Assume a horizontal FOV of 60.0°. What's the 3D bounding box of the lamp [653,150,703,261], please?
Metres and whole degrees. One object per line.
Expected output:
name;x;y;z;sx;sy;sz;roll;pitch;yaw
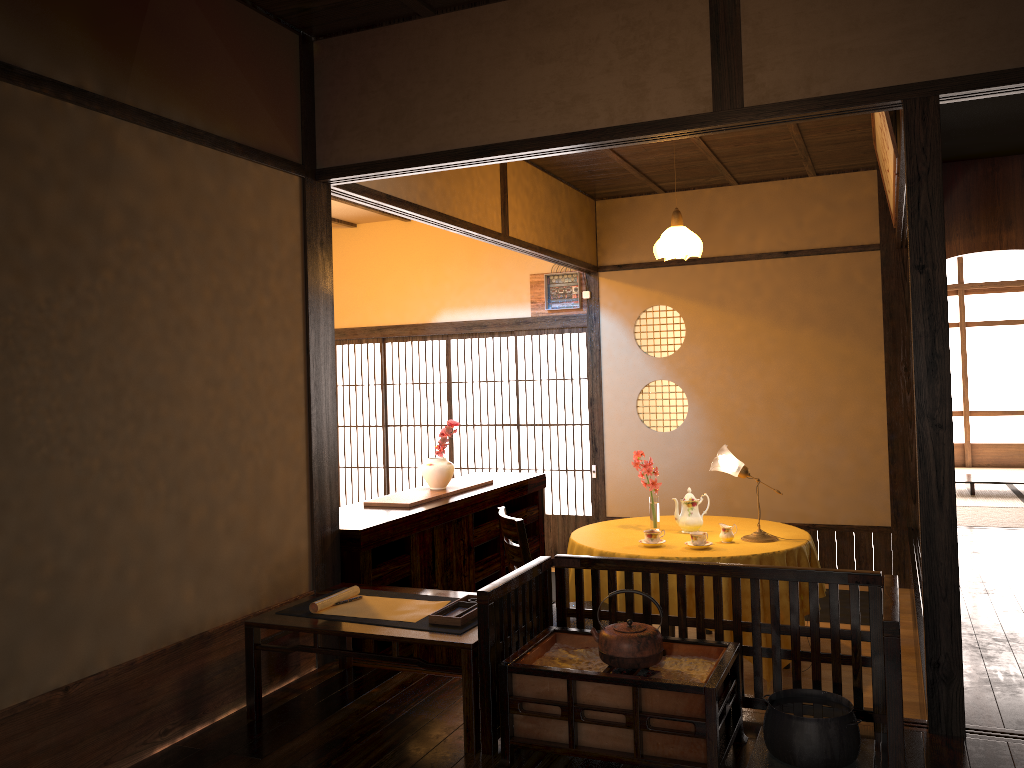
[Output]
lamp;0.928;-1.112;5.019;0.249;0.810;0.277;-3;-2;45

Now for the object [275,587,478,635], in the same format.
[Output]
object;-0.416;0.805;3.182;0.760;0.003;0.405;-2;0;26

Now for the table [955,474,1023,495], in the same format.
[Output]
table;4.553;0.906;7.948;1.200;0.118;0.600;-2;0;23

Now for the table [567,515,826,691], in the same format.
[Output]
table;0.991;1.183;4.947;1.443;0.696;1.443;-2;0;23

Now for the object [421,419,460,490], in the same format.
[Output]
object;-0.381;0.391;4.991;0.189;0.378;0.321;-2;-1;32

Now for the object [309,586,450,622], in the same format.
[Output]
object;-0.470;0.787;3.190;0.429;0.038;0.275;-2;0;23

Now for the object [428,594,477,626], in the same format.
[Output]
object;-0.165;0.783;3.077;0.121;0.028;0.295;-2;0;24

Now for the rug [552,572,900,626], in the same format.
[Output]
rug;1.183;1.515;6.391;2.953;0.005;0.901;-2;0;23

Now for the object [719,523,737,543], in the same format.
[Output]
object;1.137;0.784;4.678;0.083;0.098;0.078;-2;-1;-8

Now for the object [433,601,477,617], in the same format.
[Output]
object;-0.193;0.783;3.045;0.082;0.019;0.200;-2;0;24

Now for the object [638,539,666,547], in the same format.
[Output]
object;0.734;0.834;4.634;0.144;0.024;0.144;-2;0;-17

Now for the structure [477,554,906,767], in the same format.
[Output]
structure;0.565;0.867;2.768;1.196;0.500;0.597;-2;0;23

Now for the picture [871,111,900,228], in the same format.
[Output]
picture;1.964;-1.248;4.686;0.117;0.565;2.044;-2;0;23

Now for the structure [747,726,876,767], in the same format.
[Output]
structure;0.868;1.089;2.557;0.330;0.040;0.330;-2;0;23

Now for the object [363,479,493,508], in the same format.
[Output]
object;-0.431;0.592;4.868;0.267;0.020;0.997;-2;0;23

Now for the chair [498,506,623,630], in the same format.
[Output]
chair;0.243;1.079;4.212;0.577;0.961;0.490;-2;-1;-12

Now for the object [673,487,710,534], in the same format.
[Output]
object;1.010;0.709;4.997;0.163;0.253;0.154;-2;-1;36

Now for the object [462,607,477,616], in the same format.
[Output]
object;-0.128;0.784;3.075;0.012;0.012;0.180;-2;0;23

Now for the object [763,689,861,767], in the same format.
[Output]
object;0.864;0.995;2.562;0.267;0.147;0.266;-2;0;-10

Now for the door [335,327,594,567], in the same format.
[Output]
door;-0.543;0.558;7.860;2.647;2.002;0.066;-2;-1;23

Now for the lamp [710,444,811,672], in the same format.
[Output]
lamp;1.327;0.920;4.717;0.511;1.204;0.198;-2;-1;23

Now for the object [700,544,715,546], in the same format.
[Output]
object;0.963;0.818;4.488;0.126;0.019;0.029;-2;0;26

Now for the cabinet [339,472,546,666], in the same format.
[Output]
cabinet;-0.419;1.088;4.824;0.489;0.971;2.186;-2;0;23

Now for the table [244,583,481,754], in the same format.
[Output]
table;-0.403;0.975;3.174;0.880;0.337;0.600;-2;0;23

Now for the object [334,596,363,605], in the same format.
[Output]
object;-0.605;0.803;3.285;0.012;0.010;0.141;-2;0;38

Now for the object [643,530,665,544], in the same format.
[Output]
object;0.736;0.801;4.632;0.090;0.076;0.099;-1;0;-42

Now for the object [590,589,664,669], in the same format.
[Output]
object;0.359;0.734;2.701;0.198;0.216;0.198;-1;-1;-28

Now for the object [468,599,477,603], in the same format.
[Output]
object;-0.136;0.780;3.159;0.040;0.021;0.040;-2;0;-14

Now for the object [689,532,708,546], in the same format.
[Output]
object;0.955;0.795;4.536;0.090;0.076;0.099;-2;0;8

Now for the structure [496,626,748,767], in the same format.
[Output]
structure;0.342;0.973;2.705;0.666;0.300;0.453;-2;0;23

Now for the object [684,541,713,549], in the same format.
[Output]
object;0.956;0.827;4.540;0.144;0.024;0.144;-2;0;-17
